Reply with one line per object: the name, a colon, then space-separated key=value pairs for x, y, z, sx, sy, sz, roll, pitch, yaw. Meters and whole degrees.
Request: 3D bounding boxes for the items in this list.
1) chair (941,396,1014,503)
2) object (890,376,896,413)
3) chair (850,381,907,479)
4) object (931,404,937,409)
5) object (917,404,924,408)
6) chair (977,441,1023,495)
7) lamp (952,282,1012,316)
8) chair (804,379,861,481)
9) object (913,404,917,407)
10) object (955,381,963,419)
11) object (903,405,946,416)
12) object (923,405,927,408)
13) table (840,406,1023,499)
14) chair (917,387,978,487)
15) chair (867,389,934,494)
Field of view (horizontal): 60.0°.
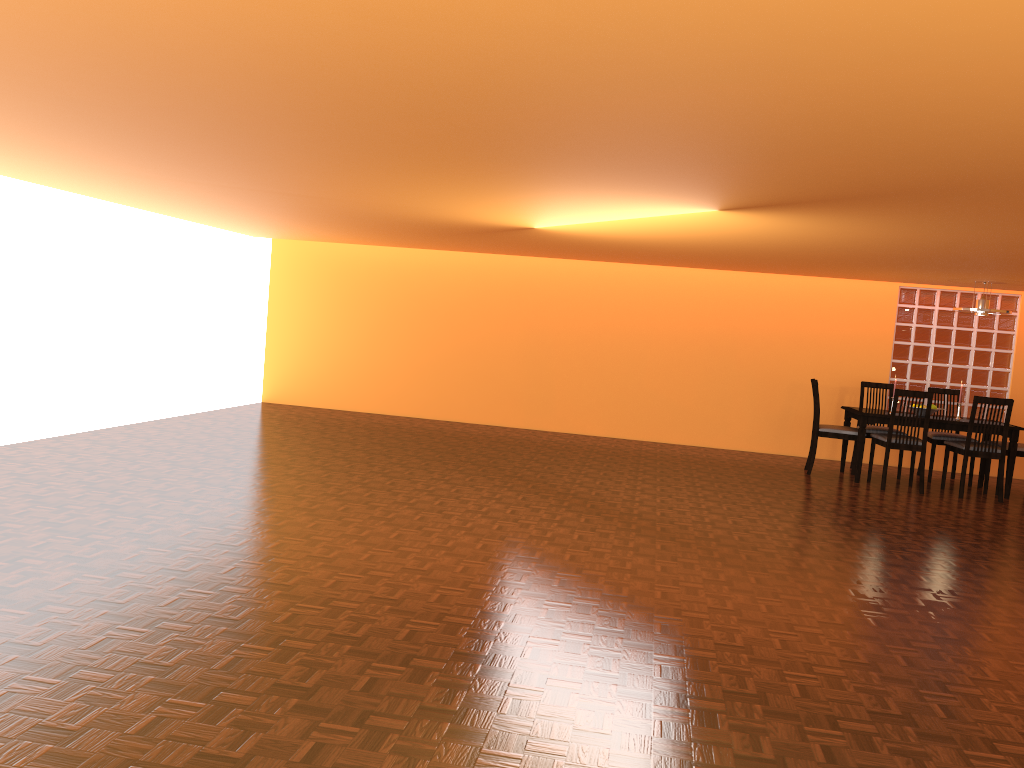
chair: x=3.683 y=0.494 z=7.007 sx=0.373 sy=0.809 sz=0.465 roll=5 pitch=4 yaw=9
object: x=3.171 y=0.083 z=7.358 sx=0.044 sy=0.326 sz=0.044 roll=5 pitch=4 yaw=-2
chair: x=3.242 y=0.399 z=7.852 sx=0.373 sy=0.809 sz=0.465 roll=5 pitch=4 yaw=9
object: x=3.506 y=0.200 z=7.394 sx=0.069 sy=0.066 sz=0.069 roll=6 pitch=4 yaw=19
object: x=3.410 y=0.210 z=7.438 sx=0.087 sy=0.076 sz=0.089 roll=6 pitch=4 yaw=15
chair: x=4.182 y=0.515 z=7.304 sx=0.465 sy=0.809 sz=0.373 roll=5 pitch=4 yaw=4
lamp: x=3.863 y=-0.697 z=7.271 sx=0.435 sy=0.274 sz=0.435 roll=7 pitch=5 yaw=31
chair: x=2.745 y=0.379 z=7.542 sx=0.465 sy=0.809 sz=0.373 roll=6 pitch=4 yaw=14
object: x=3.342 y=0.189 z=7.375 sx=0.055 sy=0.046 sz=0.046 roll=4 pitch=4 yaw=-8
object: x=3.717 y=0.128 z=7.355 sx=0.044 sy=0.326 sz=0.044 roll=5 pitch=4 yaw=-2
object: x=3.431 y=0.229 z=7.405 sx=0.337 sy=0.072 sz=0.337 roll=3 pitch=4 yaw=-25
object: x=3.443 y=0.212 z=7.345 sx=0.066 sy=0.070 sz=0.055 roll=4 pitch=4 yaw=-10
table: x=3.442 y=0.559 z=7.409 sx=1.259 sy=0.584 sz=0.697 roll=5 pitch=4 yaw=9
chair: x=3.809 y=0.453 z=7.761 sx=0.373 sy=0.809 sz=0.465 roll=5 pitch=4 yaw=9
chair: x=3.116 y=0.440 z=7.097 sx=0.373 sy=0.809 sz=0.465 roll=5 pitch=4 yaw=9
